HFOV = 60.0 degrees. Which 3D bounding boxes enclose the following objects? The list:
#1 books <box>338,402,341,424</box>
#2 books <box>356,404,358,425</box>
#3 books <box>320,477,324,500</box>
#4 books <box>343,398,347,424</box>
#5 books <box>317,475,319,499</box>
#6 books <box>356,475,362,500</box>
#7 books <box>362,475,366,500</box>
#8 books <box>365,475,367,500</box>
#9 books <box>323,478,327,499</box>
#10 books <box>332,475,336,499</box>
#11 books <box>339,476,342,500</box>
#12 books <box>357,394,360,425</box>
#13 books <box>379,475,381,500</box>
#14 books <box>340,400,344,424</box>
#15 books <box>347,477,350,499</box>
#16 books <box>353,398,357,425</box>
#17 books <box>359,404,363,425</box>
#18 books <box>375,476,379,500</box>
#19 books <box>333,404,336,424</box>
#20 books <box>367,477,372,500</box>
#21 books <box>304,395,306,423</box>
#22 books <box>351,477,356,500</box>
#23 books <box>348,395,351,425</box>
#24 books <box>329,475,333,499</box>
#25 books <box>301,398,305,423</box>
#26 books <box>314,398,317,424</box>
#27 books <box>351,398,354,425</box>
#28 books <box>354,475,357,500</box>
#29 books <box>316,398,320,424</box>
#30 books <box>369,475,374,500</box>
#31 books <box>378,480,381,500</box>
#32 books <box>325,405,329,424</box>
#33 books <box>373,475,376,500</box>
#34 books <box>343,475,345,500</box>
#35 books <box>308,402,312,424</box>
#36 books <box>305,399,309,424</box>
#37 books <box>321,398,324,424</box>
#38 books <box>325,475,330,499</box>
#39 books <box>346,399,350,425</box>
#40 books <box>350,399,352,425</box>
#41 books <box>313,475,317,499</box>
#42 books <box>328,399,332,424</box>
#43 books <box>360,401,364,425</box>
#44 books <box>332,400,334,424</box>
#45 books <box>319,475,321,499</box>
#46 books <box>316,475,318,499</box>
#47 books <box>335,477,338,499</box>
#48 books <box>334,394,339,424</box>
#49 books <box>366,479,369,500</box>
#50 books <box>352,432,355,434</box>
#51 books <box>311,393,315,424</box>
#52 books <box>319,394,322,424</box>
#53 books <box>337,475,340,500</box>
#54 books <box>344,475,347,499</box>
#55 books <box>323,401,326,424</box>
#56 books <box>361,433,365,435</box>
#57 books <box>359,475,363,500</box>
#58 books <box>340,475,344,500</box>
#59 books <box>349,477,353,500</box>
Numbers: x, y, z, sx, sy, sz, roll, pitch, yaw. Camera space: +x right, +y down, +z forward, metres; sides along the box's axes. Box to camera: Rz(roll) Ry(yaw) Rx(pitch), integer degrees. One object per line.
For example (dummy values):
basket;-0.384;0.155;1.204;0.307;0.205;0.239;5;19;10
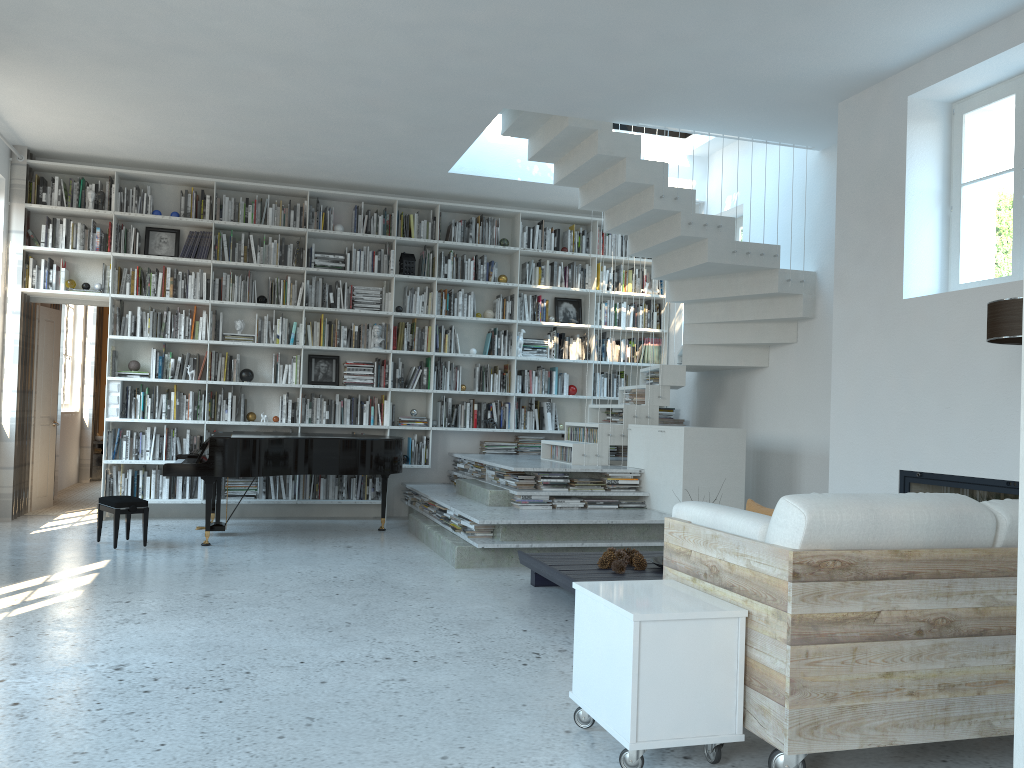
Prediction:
books;-1.686;0.281;8.632;0.025;0.220;0.140;2;-1;-17
books;-1.526;0.297;8.675;0.021;0.202;0.128;2;-1;-17
books;-1.840;1.004;8.552;0.028;0.206;0.175;2;-2;-17
books;-1.635;0.267;8.655;0.025;0.254;0.136;2;-1;-17
books;-1.876;0.969;8.567;0.012;0.276;0.154;2;-1;-17
books;-1.500;0.996;8.646;0.044;0.251;0.187;2;-2;-17
books;-1.461;1.005;8.686;0.028;0.238;0.140;2;-1;-17
books;-1.438;0.996;8.678;0.011;0.258;0.171;2;-1;-17
books;-1.821;1.011;8.589;0.030;0.196;0.143;2;-2;-17
books;-1.736;0.982;8.606;0.028;0.261;0.132;2;-1;-17
books;-1.674;1.009;8.613;0.022;0.213;0.167;2;-2;-17
books;-1.505;0.251;8.671;0.012;0.296;0.177;2;-1;-17
books;-1.265;0.996;8.668;0.038;0.269;0.277;2;-2;-17
books;-1.658;0.274;8.633;0.031;0.237;0.159;2;-1;-17
books;-1.600;1.013;8.653;0.040;0.212;0.129;2;-1;-17
books;-1.544;0.265;8.655;0.028;0.264;0.161;2;-1;-17
books;-1.489;0.296;8.673;0.024;0.207;0.183;2;-2;-17
books;-1.336;1.020;8.705;0.029;0.217;0.191;2;-2;-17
books;-1.728;0.291;8.596;0.023;0.196;0.165;2;-2;-17
books;-1.400;1.024;8.689;0.022;0.205;0.191;2;-2;-17
books;-1.993;0.240;8.529;0.011;0.275;0.146;2;-1;-17
books;-1.549;1.015;8.640;0.029;0.210;0.170;2;-2;-17
books;-1.591;0.253;8.666;0.014;0.286;0.134;2;-1;-17
books;-1.764;0.994;8.598;0.030;0.234;0.138;2;-1;-17
books;-2.014;0.255;8.530;0.029;0.244;0.154;2;-1;-17
books;-1.905;0.258;8.569;0.024;0.247;0.132;2;-1;-17
books;-1.564;0.266;8.656;0.010;0.261;0.181;2;-1;-17
books;-1.529;0.975;8.648;0.011;0.292;0.184;2;-1;-17
books;-1.876;0.260;8.559;0.027;0.245;0.179;2;-2;-17
books;-1.379;1.014;8.707;0.028;0.227;0.162;2;-2;-17
books;-1.315;1.040;8.724;0.023;0.182;0.148;2;-2;-17
books;-1.792;0.294;8.572;0.029;0.183;0.174;2;-2;-17
books;-1.357;1.000;8.705;0.013;0.256;0.176;2;-1;-17
books;-1.640;0.972;8.616;0.014;0.288;0.184;2;-1;-17
books;-1.951;0.276;8.543;0.024;0.208;0.170;2;-2;-17
books;-1.972;0.261;8.524;0.027;0.234;0.167;2;-2;-17
books;-1.845;0.263;8.584;0.021;0.244;0.141;2;-1;-17
books;-1.789;0.963;8.588;0.026;0.294;0.155;2;-1;-17
books;-1.603;0.272;8.637;0.026;0.245;0.191;2;-2;-17
books;-1.577;0.270;8.663;0.011;0.251;0.158;2;-1;-17
books;-1.904;0.982;8.558;0.022;0.247;0.144;2;-1;-17
books;-1.766;0.269;8.588;0.029;0.238;0.166;2;-2;-17
books;-1.473;0.283;8.689;0.014;0.235;0.154;2;-1;-17
books;-1.749;0.273;8.603;0.013;0.230;0.139;2;-1;-17
books;-1.865;0.980;8.571;0.012;0.255;0.150;2;-1;-17
books;-1.887;0.987;8.559;0.012;0.239;0.128;2;-1;-17
books;-1.711;1.012;8.611;0.024;0.203;0.144;2;-2;-17
books;-1.707;0.245;8.617;0.026;0.291;0.152;2;-1;-17
books;-1.425;1.030;8.692;0.024;0.191;0.155;2;-2;-17
books;-1.541;0.617;8.589;0.013;0.303;0.181;2;-1;-17
books;-1.931;0.236;8.567;0.027;0.290;0.140;2;-1;-17
books;-1.855;0.243;8.562;0.013;0.282;0.166;2;-1;-17
books;-1.688;0.972;8.605;0.013;0.285;0.185;2;-1;-17
books;-1.627;0.986;8.636;0.024;0.262;0.131;2;-1;-17
books;-1.818;0.276;8.569;0.023;0.217;0.174;2;-2;-17
books;-1.454;0.625;8.620;0.015;0.293;0.169;2;-1;-17
books;-1.473;0.965;8.659;0.013;0.317;0.186;2;-1;-17
books;-1.652;0.948;8.611;0.014;0.335;0.183;2;-1;-17
books;-1.567;1.016;8.630;0.010;0.206;0.180;2;-2;-17
